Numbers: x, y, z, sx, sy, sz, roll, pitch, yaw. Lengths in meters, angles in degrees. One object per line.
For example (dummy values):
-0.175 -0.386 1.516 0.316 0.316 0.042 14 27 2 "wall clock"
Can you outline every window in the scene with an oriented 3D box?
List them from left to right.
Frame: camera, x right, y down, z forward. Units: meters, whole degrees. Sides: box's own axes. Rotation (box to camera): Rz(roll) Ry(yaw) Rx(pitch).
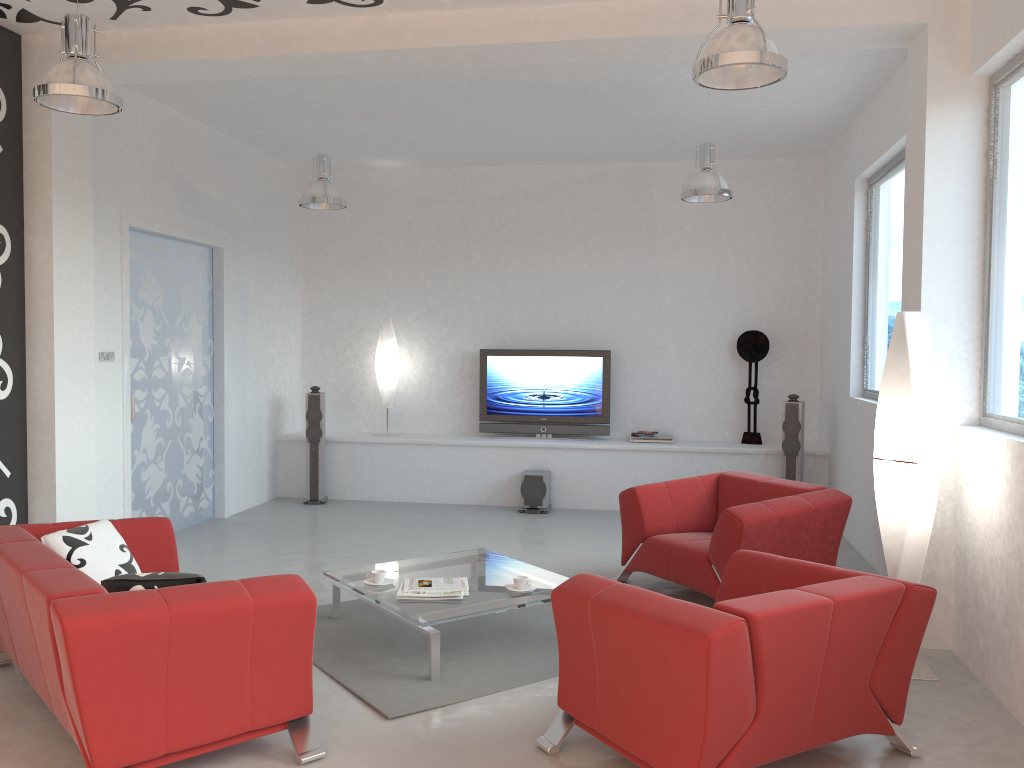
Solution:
2.778 -0.743 6.181 0.100 1.800 2.400 1 2 10 "window"
2.299 -0.634 3.425 0.100 1.800 2.400 1 2 10 "window"

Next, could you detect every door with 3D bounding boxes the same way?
-2.859 -0.015 7.394 0.240 2.550 1.600 1 2 10 "door"

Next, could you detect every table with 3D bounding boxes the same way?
-0.306 1.233 4.945 1.097 0.286 1.162 -1 3 -35 "table"

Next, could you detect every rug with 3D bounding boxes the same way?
-0.317 1.379 4.944 1.700 0.025 1.700 -1 3 -35 "rug"

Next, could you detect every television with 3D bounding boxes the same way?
0.334 0.104 9.171 1.356 0.919 0.343 1 2 10 "television"

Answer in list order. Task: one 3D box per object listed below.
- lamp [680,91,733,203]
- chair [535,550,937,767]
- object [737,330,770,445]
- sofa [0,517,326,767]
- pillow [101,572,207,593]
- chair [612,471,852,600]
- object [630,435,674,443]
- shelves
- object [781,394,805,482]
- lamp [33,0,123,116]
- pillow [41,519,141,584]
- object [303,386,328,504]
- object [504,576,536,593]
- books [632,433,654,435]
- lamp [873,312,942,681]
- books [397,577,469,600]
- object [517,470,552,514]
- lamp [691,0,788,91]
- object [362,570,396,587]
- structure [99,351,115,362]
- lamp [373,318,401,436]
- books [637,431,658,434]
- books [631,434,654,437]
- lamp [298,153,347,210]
1.451 -1.777 6.581 0.379 0.800 0.379 -2 3 -41 "lamp"
0.868 1.085 3.469 1.288 0.738 0.951 -1 3 -30 "chair"
2.392 0.031 8.811 0.331 1.130 0.108 2 3 35 "object"
-1.665 1.047 3.854 0.951 0.738 1.929 -2 3 -40 "sofa"
-1.357 0.889 3.474 0.402 0.343 0.288 1 2 2 "pillow"
1.377 0.998 5.671 0.951 0.738 1.288 -1 3 -30 "chair"
1.421 0.551 8.998 0.430 0.045 0.352 1 2 10 "object"
0.315 0.593 9.075 5.500 0.050 0.650 1 2 10 "shelves"
2.590 0.682 8.182 0.255 1.184 0.273 2 3 25 "object"
-2.027 -1.706 4.141 0.379 0.800 0.379 1 2 3 "lamp"
-1.996 0.852 4.240 0.288 0.343 0.402 1 2 17 "pillow"
-1.988 0.610 8.981 0.255 1.184 0.273 0 2 -5 "object"
0.045 1.067 4.736 0.153 0.069 0.153 -1 3 -24 "object"
1.324 0.506 8.989 0.190 0.015 0.135 0 2 -10 "books"
1.953 0.535 4.392 0.313 1.779 0.313 1 2 2 "lamp"
-0.408 1.082 4.709 0.367 0.035 0.345 0 2 0 "books"
0.227 1.048 8.640 0.336 0.374 0.337 1 2 10 "object"
0.937 -1.660 3.628 0.379 0.800 0.379 2 3 39 "lamp"
-0.725 1.057 4.832 0.153 0.069 0.153 2 3 36 "object"
-2.920 -0.200 6.396 0.016 0.080 0.170 1 2 10 "structure"
-1.316 -0.078 9.366 0.263 1.239 0.263 1 2 2 "lamp"
1.374 0.492 8.975 0.190 0.015 0.135 1 3 20 "books"
1.324 0.521 8.987 0.190 0.015 0.135 -1 3 -25 "books"
-1.514 -1.823 7.095 0.379 0.800 0.379 1 2 6 "lamp"
